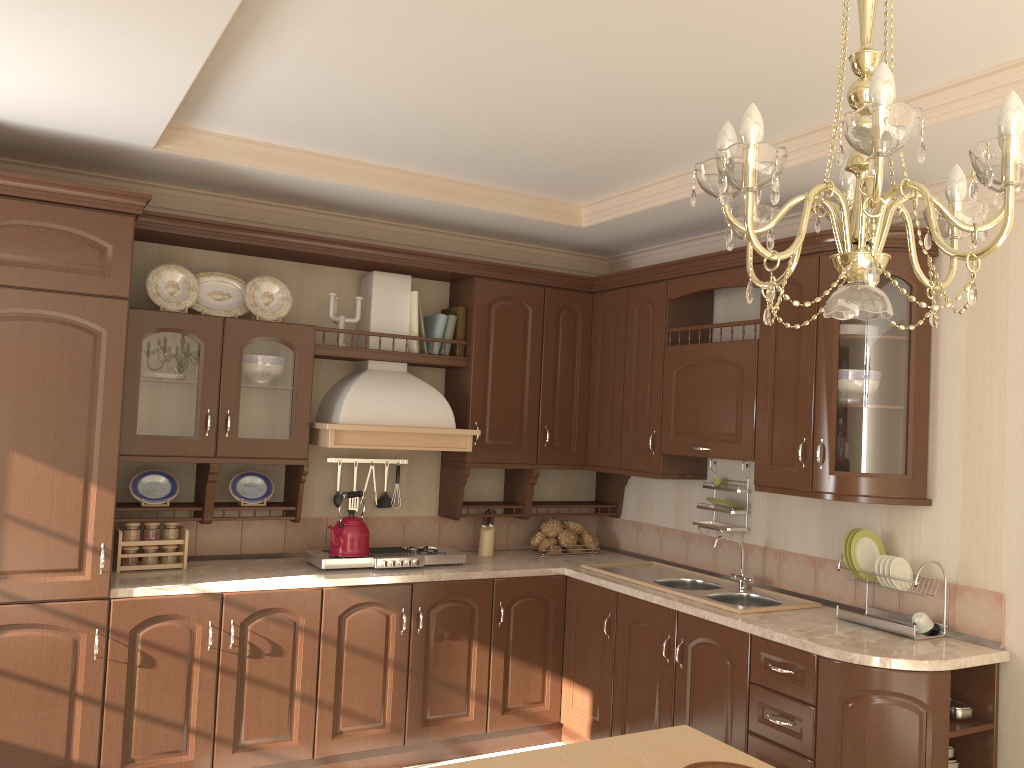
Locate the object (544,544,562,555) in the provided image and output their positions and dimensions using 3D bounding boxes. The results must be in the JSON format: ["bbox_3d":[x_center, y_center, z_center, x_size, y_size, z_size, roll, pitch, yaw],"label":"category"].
[{"bbox_3d":[0.213,0.875,4.715,0.119,0.058,0.114,2,-3,25],"label":"object"}]

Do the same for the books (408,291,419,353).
[{"bbox_3d":[-0.512,-0.300,4.403,0.042,0.305,0.194,4,-3,-30],"label":"books"}]

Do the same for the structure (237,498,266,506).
[{"bbox_3d":[-1.169,0.482,3.993,0.110,0.126,0.080,4,-3,-30],"label":"structure"}]

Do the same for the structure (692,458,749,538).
[{"bbox_3d":[0.977,0.534,4.148,0.131,0.361,0.256,4,-3,-30],"label":"structure"}]

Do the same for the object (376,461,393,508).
[{"bbox_3d":[-0.635,0.504,4.437,0.088,0.236,0.028,4,-3,-30],"label":"object"}]

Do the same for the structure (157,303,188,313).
[{"bbox_3d":[-1.445,-0.363,3.782,0.110,0.126,0.080,4,-3,-30],"label":"structure"}]

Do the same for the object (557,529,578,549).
[{"bbox_3d":[0.294,0.821,4.712,0.110,0.102,0.115,3,-2,-1],"label":"object"}]

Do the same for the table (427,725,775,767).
[{"bbox_3d":[0.426,1.217,1.348,0.900,0.774,1.567,4,-3,-30],"label":"table"}]

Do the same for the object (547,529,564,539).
[{"bbox_3d":[0.233,0.813,4.794,0.110,0.092,0.113,2,-3,22],"label":"object"}]

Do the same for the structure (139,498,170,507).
[{"bbox_3d":[-1.525,0.457,3.791,0.110,0.126,0.080,4,-3,-30],"label":"structure"}]

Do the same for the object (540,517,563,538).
[{"bbox_3d":[0.212,0.766,4.721,0.118,0.105,0.100,4,-3,-35],"label":"object"}]

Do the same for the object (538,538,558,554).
[{"bbox_3d":[0.189,0.853,4.677,0.104,0.092,0.114,2,-3,17],"label":"object"}]

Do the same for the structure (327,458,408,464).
[{"bbox_3d":[-0.711,0.381,4.389,0.422,0.020,0.008,4,-3,-30],"label":"structure"}]

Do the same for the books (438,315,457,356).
[{"bbox_3d":[-0.356,-0.240,4.482,0.080,0.209,0.205,4,-3,-30],"label":"books"}]

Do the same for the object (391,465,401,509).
[{"bbox_3d":[-0.577,0.519,4.455,0.049,0.219,0.049,1,-3,38],"label":"object"}]

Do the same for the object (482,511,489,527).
[{"bbox_3d":[-0.145,0.755,4.589,0.027,0.198,0.053,0,-3,44],"label":"object"}]

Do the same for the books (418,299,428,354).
[{"bbox_3d":[-0.482,-0.280,4.427,0.068,0.271,0.194,4,-3,-30],"label":"books"}]

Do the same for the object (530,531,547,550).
[{"bbox_3d":[0.144,0.835,4.732,0.092,0.109,0.123,1,-3,28],"label":"object"}]

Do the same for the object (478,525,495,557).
[{"bbox_3d":[-0.128,0.808,4.592,0.078,0.148,0.151,2,-2,8],"label":"object"}]

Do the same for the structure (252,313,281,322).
[{"bbox_3d":[-1.098,-0.338,3.980,0.110,0.126,0.080,4,-3,-30],"label":"structure"}]

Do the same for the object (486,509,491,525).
[{"bbox_3d":[-0.135,0.747,4.617,0.027,0.191,0.052,2,-3,16],"label":"object"}]

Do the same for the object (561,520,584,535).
[{"bbox_3d":[0.324,0.777,4.805,0.112,0.078,0.125,5,-3,-35],"label":"object"}]

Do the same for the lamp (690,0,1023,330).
[{"bbox_3d":[0.551,-0.586,1.375,0.502,0.982,0.501,1,-3,30],"label":"lamp"}]

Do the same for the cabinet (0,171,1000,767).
[{"bbox_3d":[-0.302,0.496,3.269,3.226,2.313,2.436,4,-3,-30],"label":"cabinet"}]

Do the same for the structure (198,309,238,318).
[{"bbox_3d":[-1.300,-0.350,3.928,0.154,0.126,0.080,4,-3,-30],"label":"structure"}]

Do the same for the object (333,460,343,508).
[{"bbox_3d":[-0.841,0.485,4.303,0.048,0.231,0.015,4,-3,-28],"label":"object"}]

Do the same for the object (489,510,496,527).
[{"bbox_3d":[-0.109,0.752,4.596,0.027,0.198,0.053,0,-3,44],"label":"object"}]

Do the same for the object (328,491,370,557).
[{"bbox_3d":[-0.725,0.625,3.986,0.181,0.282,0.227,3,-2,-7],"label":"object"}]

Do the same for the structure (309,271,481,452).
[{"bbox_3d":[-0.571,-0.118,4.239,0.753,0.845,0.455,4,-3,-30],"label":"structure"}]

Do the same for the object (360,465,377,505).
[{"bbox_3d":[-0.703,0.500,4.383,0.089,0.195,0.005,4,-3,-30],"label":"object"}]

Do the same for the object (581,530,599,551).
[{"bbox_3d":[0.419,0.843,4.783,0.097,0.106,0.117,2,-3,16],"label":"object"}]

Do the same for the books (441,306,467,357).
[{"bbox_3d":[-0.300,-0.258,4.518,0.052,0.254,0.205,4,-3,-30],"label":"books"}]

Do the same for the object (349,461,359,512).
[{"bbox_3d":[-0.771,0.502,4.346,0.051,0.245,0.003,4,-3,-30],"label":"object"}]

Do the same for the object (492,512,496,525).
[{"bbox_3d":[-0.107,0.744,4.634,0.022,0.159,0.050,1,-3,30],"label":"object"}]

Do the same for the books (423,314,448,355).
[{"bbox_3d":[-0.405,-0.243,4.464,0.086,0.209,0.205,4,-3,-30],"label":"books"}]

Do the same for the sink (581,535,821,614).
[{"bbox_3d":[0.799,0.832,3.961,0.448,0.348,1.077,4,-3,-30],"label":"sink"}]

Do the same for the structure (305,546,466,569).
[{"bbox_3d":[-0.571,0.803,4.125,0.710,0.054,0.325,4,-3,-30],"label":"structure"}]
